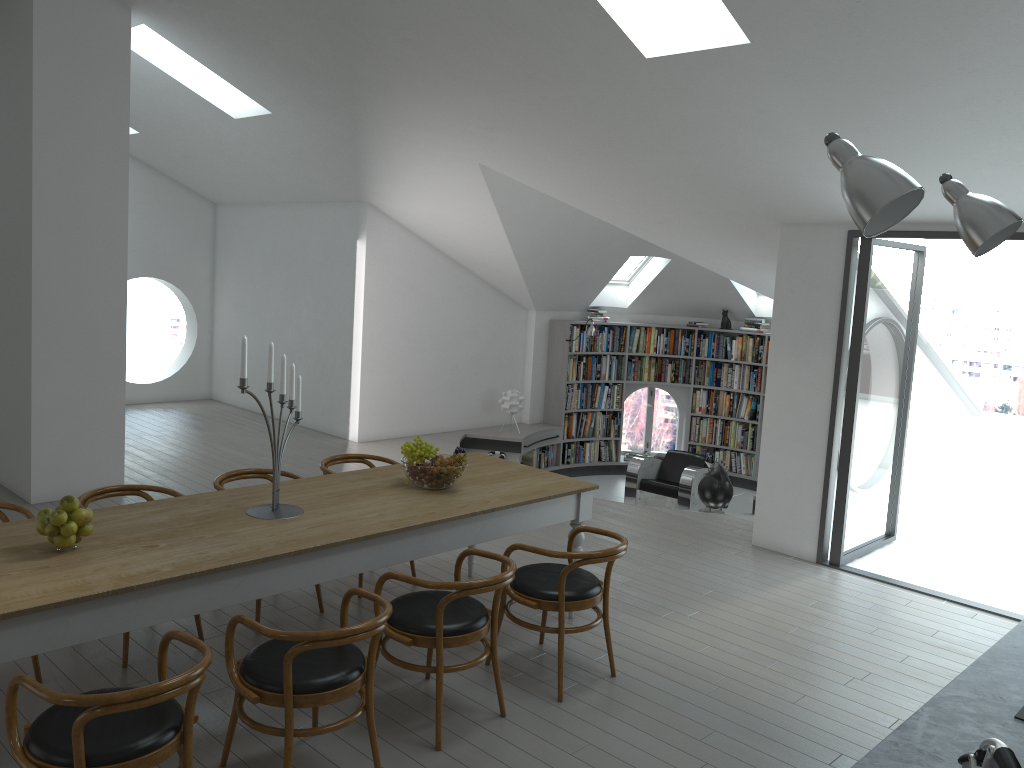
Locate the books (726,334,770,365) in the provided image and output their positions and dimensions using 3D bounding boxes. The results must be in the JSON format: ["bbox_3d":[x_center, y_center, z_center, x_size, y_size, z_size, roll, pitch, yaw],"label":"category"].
[{"bbox_3d":[3.434,-0.412,11.278,0.394,0.366,1.570,-2,9,-40],"label":"books"}]

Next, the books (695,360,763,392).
[{"bbox_3d":[2.941,-0.118,11.802,1.030,0.358,0.301,8,8,29],"label":"books"}]

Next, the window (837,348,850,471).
[{"bbox_3d":[2.992,0.177,7.390,0.104,1.466,1.471,9,9,43],"label":"window"}]

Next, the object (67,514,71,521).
[{"bbox_3d":[-1.784,0.548,3.564,0.071,0.072,0.071,4,7,8],"label":"object"}]

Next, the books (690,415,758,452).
[{"bbox_3d":[2.888,0.646,11.837,1.033,0.356,0.293,7,8,29],"label":"books"}]

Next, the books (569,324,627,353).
[{"bbox_3d":[1.051,-0.610,11.739,1.032,0.360,0.301,-1,8,-30],"label":"books"}]

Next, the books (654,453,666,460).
[{"bbox_3d":[2.103,1.026,12.156,0.292,0.099,0.319,-4,10,-44],"label":"books"}]

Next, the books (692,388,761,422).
[{"bbox_3d":[2.898,0.261,11.803,0.999,0.350,0.298,7,7,27],"label":"books"}]

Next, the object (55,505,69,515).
[{"bbox_3d":[-1.790,0.508,3.527,0.053,0.057,0.058,-1,8,-31],"label":"object"}]

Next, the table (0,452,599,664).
[{"bbox_3d":[-1.053,0.995,4.276,1.021,0.796,3.351,10,10,43],"label":"table"}]

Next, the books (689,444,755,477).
[{"bbox_3d":[2.849,1.004,11.878,1.020,0.305,0.288,7,8,28],"label":"books"}]

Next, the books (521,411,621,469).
[{"bbox_3d":[0.759,0.704,11.702,1.641,0.693,0.392,-2,8,-36],"label":"books"}]

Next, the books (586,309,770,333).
[{"bbox_3d":[2.399,-0.828,11.689,2.816,0.173,0.749,5,8,14],"label":"books"}]

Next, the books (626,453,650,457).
[{"bbox_3d":[1.743,0.983,12.262,0.269,0.031,0.286,6,8,20],"label":"books"}]

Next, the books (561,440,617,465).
[{"bbox_3d":[1.006,0.884,11.921,0.918,0.319,0.283,0,8,-28],"label":"books"}]

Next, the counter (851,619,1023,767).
[{"bbox_3d":[0.650,0.693,1.126,0.964,0.618,6.581,10,10,43],"label":"counter"}]

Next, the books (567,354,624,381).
[{"bbox_3d":[1.037,-0.228,11.798,1.088,0.347,0.304,-1,8,-30],"label":"books"}]

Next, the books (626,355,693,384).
[{"bbox_3d":[2.674,-0.119,11.736,2.532,0.370,0.592,7,8,24],"label":"books"}]

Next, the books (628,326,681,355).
[{"bbox_3d":[1.908,-0.598,12.003,0.792,0.372,0.270,3,6,-3],"label":"books"}]

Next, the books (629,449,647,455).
[{"bbox_3d":[1.745,0.952,12.259,0.214,0.036,0.227,6,8,20],"label":"books"}]

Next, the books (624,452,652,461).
[{"bbox_3d":[1.741,1.016,12.265,0.365,0.042,0.389,5,8,10],"label":"books"}]

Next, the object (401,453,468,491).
[{"bbox_3d":[-0.420,0.488,4.766,0.360,0.159,0.361,7,8,24],"label":"object"}]

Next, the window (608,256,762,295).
[{"bbox_3d":[2.816,-1.431,10.743,4.065,0.711,1.934,10,10,43],"label":"window"}]

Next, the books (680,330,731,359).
[{"bbox_3d":[2.583,-0.536,11.926,0.683,0.345,0.265,6,7,21],"label":"books"}]

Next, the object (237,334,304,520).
[{"bbox_3d":[-1.113,0.179,4.065,0.266,0.872,0.777,5,7,18],"label":"object"}]

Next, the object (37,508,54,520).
[{"bbox_3d":[-1.843,0.524,3.507,0.063,0.063,0.062,4,7,6],"label":"object"}]

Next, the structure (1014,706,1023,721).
[{"bbox_3d":[1.884,-0.069,2.154,0.782,1.879,1.076,9,8,44],"label":"structure"}]

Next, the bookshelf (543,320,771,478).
[{"bbox_3d":[2.711,0.324,10.920,4.343,1.874,2.110,10,10,43],"label":"bookshelf"}]

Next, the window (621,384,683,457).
[{"bbox_3d":[2.912,0.629,11.929,3.236,1.147,0.618,8,7,30],"label":"window"}]

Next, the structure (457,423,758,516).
[{"bbox_3d":[1.705,1.157,10.009,4.709,0.691,4.725,3,7,-1],"label":"structure"}]

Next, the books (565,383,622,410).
[{"bbox_3d":[1.014,0.152,11.787,1.019,0.358,0.261,-1,8,-29],"label":"books"}]
